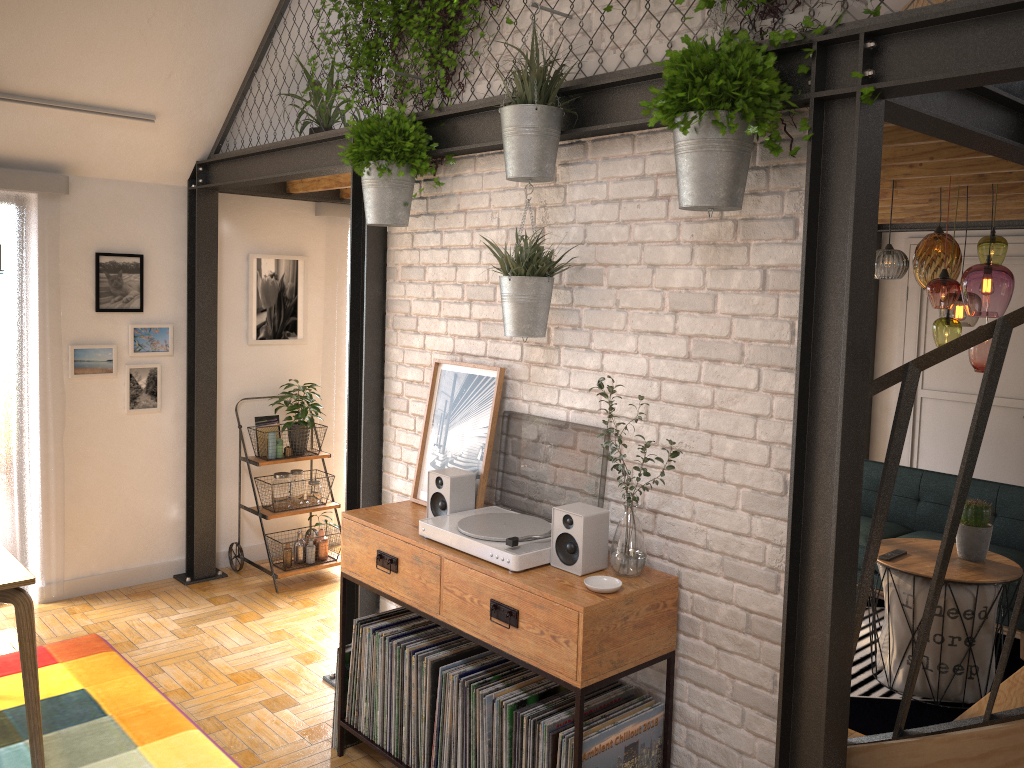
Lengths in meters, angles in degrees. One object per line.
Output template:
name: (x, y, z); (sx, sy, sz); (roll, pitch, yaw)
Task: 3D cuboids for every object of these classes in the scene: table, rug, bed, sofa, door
table: (-2.490, 1.060, 2.991); (1.467, 0.752, 0.853); (-4, 8, -42)
rug: (1.769, 1.384, 4.674); (1.702, 0.010, 3.510); (-4, 9, -42)
bed: (2.735, -1.714, 5.526); (2.291, 1.018, 2.127); (-4, 8, -42)
sofa: (2.358, 0.932, 5.336); (0.825, 0.780, 1.978); (-3, 8, -42)
rug: (-2.499, 1.439, 2.908); (2.785, 0.024, 1.943); (-4, 9, -42)
table: (2.043, 1.094, 4.244); (0.681, 0.684, 0.683); (1, 5, -3)
door: (3.419, 0.068, 6.541); (0.088, 2.293, 1.203); (-2, 6, -42)

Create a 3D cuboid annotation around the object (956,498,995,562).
object: (2.199, 0.689, 4.221); (0.190, 0.294, 0.173); (4, 5, 22)

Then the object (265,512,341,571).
object: (-1.258, 0.956, 5.432); (0.439, 0.289, 0.277); (-3, 7, -42)

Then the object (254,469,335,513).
object: (-1.355, 0.654, 5.528); (0.439, 0.215, 0.239); (-4, 8, -42)

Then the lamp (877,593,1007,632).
lamp: (1.916, 0.415, 5.657); (0.571, 1.713, 2.366); (-1, 6, -34)

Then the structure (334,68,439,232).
structure: (-0.505, -0.942, 3.572); (0.423, 0.650, 0.439); (1, 5, -12)

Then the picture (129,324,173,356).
picture: (-2.123, -0.261, 5.215); (0.251, 0.183, 0.023); (-3, 6, -42)

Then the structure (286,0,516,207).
structure: (-0.377, -1.553, 3.640); (0.431, 1.674, 2.133); (-2, 7, -42)

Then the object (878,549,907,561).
object: (1.819, 0.816, 4.232); (0.208, 0.013, 0.051); (-4, 8, -42)

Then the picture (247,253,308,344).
picture: (-1.514, -0.548, 5.741); (0.415, 0.573, 0.023); (-3, 6, -42)

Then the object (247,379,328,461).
object: (-1.404, 0.216, 5.579); (0.492, 0.474, 0.397); (-1, 6, -30)

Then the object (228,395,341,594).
object: (-1.373, 0.645, 5.552); (0.579, 1.075, 0.633); (-2, 6, -42)

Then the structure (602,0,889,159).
structure: (0.770, -1.540, 2.394); (1.308, 1.865, 0.458); (6, 6, 44)

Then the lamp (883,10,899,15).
lamp: (2.789, -2.361, 6.806); (0.194, 0.811, 0.853); (2, 5, 1)

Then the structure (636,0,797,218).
structure: (0.548, -0.780, 2.413); (0.423, 0.650, 0.439); (1, 5, -12)

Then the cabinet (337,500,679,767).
cabinet: (-0.093, 1.020, 3.076); (0.456, 0.960, 1.268); (-2, 7, -42)

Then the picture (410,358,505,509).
picture: (-0.217, 0.205, 3.430); (0.126, 0.574, 0.412); (-2, 6, -42)

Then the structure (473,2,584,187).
structure: (0.053, -0.965, 2.975); (0.384, 0.605, 0.349); (3, 5, 11)

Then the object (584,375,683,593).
object: (0.313, 0.281, 2.697); (0.290, 0.619, 0.296); (-1, 5, -27)

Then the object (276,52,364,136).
object: (-1.046, -1.539, 4.935); (0.529, 0.590, 0.458); (5, 6, 30)

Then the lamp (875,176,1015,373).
lamp: (2.099, -0.565, 4.297); (0.618, 1.010, 0.492); (2, 4, -2)

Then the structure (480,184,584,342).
structure: (0.053, -0.409, 3.013); (0.384, 0.533, 0.361); (-1, 6, -32)

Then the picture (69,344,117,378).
picture: (-2.366, -0.130, 5.009); (0.251, 0.183, 0.023); (-3, 6, -42)

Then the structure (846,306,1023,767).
structure: (2.073, -0.281, 2.738); (2.249, 3.807, 1.632); (-1, 5, -27)

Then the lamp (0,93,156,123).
lamp: (-3.201, -1.232, 3.590); (3.493, 0.261, 0.208); (-4, 7, -41)

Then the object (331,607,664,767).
object: (-0.118, 1.208, 3.130); (0.405, 0.572, 1.316); (-3, 7, -42)

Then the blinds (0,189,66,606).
blinds: (-2.699, 0.060, 4.620); (0.188, 2.281, 0.750); (5, 6, 42)

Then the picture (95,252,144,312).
picture: (-2.247, -0.580, 5.076); (0.261, 0.335, 0.021); (-3, 6, -42)

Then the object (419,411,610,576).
object: (-0.001, 0.339, 3.013); (0.415, 0.413, 0.789); (-3, 7, -42)

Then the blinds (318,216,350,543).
blinds: (-1.015, -0.063, 6.174); (0.668, 2.275, 0.124); (-2, 5, -42)

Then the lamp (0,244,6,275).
lamp: (-2.413, -1.283, 2.834); (1.347, 1.814, 0.270); (-3, 6, -42)

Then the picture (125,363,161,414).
picture: (-2.168, 0.025, 5.208); (0.201, 0.284, 0.022); (-3, 6, -43)
